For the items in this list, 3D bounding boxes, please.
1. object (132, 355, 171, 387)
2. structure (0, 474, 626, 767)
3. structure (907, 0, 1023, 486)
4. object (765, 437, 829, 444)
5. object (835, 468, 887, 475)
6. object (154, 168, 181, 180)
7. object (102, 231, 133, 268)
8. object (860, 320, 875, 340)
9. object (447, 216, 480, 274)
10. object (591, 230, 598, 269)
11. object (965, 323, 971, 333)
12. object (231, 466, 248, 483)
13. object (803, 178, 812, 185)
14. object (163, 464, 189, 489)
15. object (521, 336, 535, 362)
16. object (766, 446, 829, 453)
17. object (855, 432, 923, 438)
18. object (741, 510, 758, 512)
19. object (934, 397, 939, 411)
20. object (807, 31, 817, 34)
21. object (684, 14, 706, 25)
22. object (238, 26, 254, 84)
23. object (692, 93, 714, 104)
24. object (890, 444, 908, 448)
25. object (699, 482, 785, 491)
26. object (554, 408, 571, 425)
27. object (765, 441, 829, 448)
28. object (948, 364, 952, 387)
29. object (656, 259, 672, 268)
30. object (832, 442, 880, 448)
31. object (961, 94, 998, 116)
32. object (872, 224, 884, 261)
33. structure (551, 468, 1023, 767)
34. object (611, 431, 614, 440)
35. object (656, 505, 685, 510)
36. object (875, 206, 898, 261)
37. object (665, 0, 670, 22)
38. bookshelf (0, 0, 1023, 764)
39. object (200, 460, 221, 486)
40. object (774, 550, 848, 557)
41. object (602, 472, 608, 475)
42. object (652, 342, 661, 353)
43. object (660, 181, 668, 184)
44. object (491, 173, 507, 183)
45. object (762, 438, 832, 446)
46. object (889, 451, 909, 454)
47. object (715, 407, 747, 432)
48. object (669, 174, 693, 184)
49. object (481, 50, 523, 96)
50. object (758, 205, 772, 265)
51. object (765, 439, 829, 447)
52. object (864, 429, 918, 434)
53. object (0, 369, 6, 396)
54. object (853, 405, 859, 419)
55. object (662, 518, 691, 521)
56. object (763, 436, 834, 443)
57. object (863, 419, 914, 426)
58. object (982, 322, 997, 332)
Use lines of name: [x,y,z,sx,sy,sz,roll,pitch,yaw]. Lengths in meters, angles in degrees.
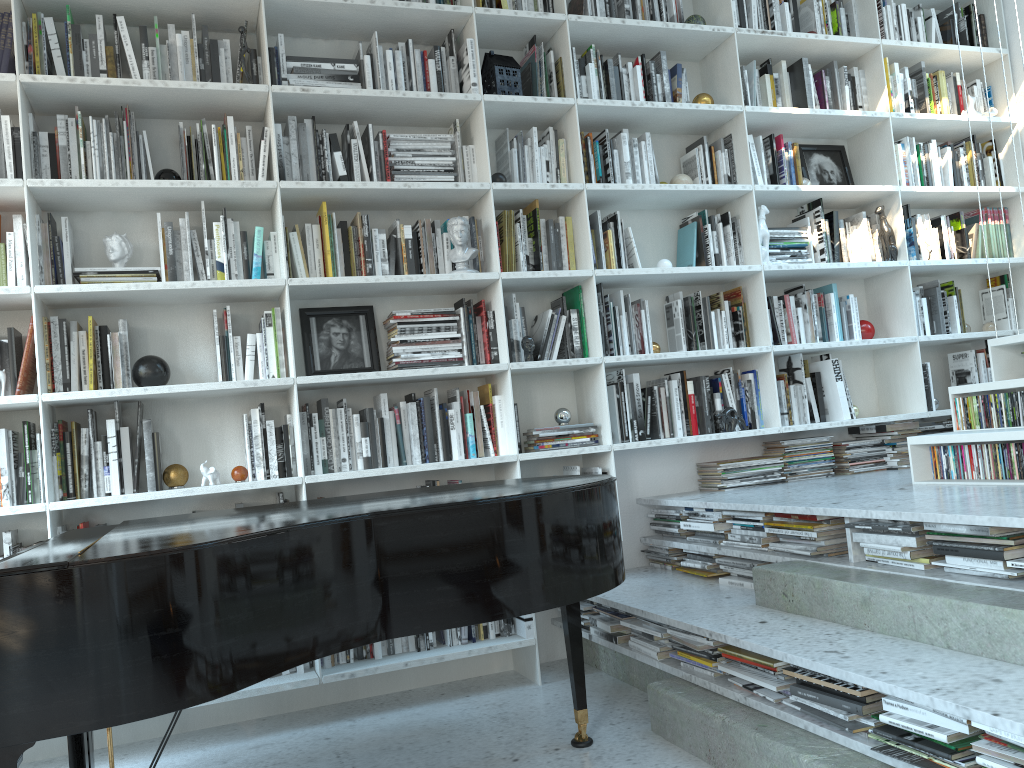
object: [-1.333,-0.039,3.278,0.134,0.135,0.134,-8,-4,29]
structure: [-0.504,0.747,2.331,1.918,0.832,1.336,-4,-4,-20]
structure: [1.998,-1.090,2.660,2.613,3.380,1.956,-4,-4,-20]
object: [1.358,0.271,4.235,0.254,0.005,0.161,-4,-4,-19]
object: [1.722,0.424,4.355,0.327,0.008,0.207,-4,-4,-20]
object: [-1.294,-0.761,3.338,0.097,0.098,0.097,-8,-4,29]
object: [-1.464,-0.491,3.295,0.095,0.157,0.121,-5,-3,-6]
object: [1.730,-0.258,4.379,0.115,0.116,0.115,-2,-5,-42]
object: [-0.210,-0.552,3.600,0.138,0.243,0.137,-8,-4,35]
object: [0.340,-0.567,3.943,0.013,0.208,0.140,-5,-4,-20]
object: [2.343,-0.281,4.604,0.071,0.072,0.071,-8,-4,29]
object: [-1.020,0.337,3.321,0.061,0.062,0.061,-8,-4,29]
object: [1.415,-0.960,4.326,0.091,0.092,0.091,-8,-4,29]
object: [-1.246,0.342,3.285,0.091,0.092,0.091,-2,-5,-42]
object: [0.070,-0.143,3.637,0.054,0.113,0.079,-4,-4,-21]
object: [1.359,0.315,4.233,0.254,0.005,0.161,-4,-4,-20]
object: [1.856,0.250,4.371,0.144,0.004,0.295,-4,-4,-22]
object: [0.958,0.472,3.370,0.144,0.005,0.257,-4,-4,-20]
object: [2.073,0.099,4.388,0.071,0.072,0.071,-8,-4,29]
object: [1.466,-1.692,4.347,0.071,0.072,0.071,-8,-4,29]
object: [0.851,-1.662,4.125,0.104,0.105,0.104,-8,-4,29]
object: [-1.009,-1.235,3.375,0.075,0.254,0.075,-3,-4,-41]
object: [0.885,-1.295,4.111,0.100,0.101,0.100,-2,-5,-42]
object: [1.871,0.303,4.372,0.134,0.015,0.199,-4,-4,-20]
object: [1.064,0.473,4.100,0.345,0.007,0.193,-4,-4,-25]
object: [0.213,0.136,3.726,0.071,0.072,0.071,-8,-4,29]
object: [1.359,0.288,4.236,0.254,0.005,0.161,-4,-4,-20]
object: [2.302,0.007,4.561,0.008,0.232,0.101,-5,-3,-20]
object: [0.689,-0.529,4.008,0.071,0.072,0.071,-8,-4,29]
object: [1.709,0.295,4.361,0.327,0.008,0.207,-4,-4,-20]
object: [2.419,-1.431,4.622,0.203,0.137,0.095,-5,-3,-4]
object: [1.787,-0.677,4.461,0.022,0.211,0.179,-5,-4,-20]
structure: [1.909,0.639,2.877,2.898,0.659,3.116,-4,-4,-20]
object: [0.407,0.228,3.871,0.071,0.072,0.071,-8,-4,29]
object: [0.761,0.535,3.929,0.131,0.024,0.290,-4,-4,-18]
object: [1.828,-0.726,4.332,0.087,0.288,0.075,-7,-3,15]
object: [0.701,-1.741,4.184,0.006,0.297,0.129,-5,-3,-20]
bookshelf: [-0.288,-0.330,3.633,6.295,3.140,0.330,-4,-3,-20]
object: [-1.112,0.327,3.264,0.060,0.095,0.078,-5,-3,-3]
object: [1.059,0.578,3.090,0.145,0.010,0.267,-4,-4,-24]
object: [0.391,0.504,3.776,0.011,0.260,0.142,-5,-4,-20]
object: [0.633,-0.154,3.991,0.071,0.072,0.071,-8,-4,29]
object: [0.690,-0.894,4.066,0.068,0.068,0.068,-2,-5,-42]
object: [-0.058,-0.850,3.719,0.071,0.072,0.071,-8,-4,29]
object: [1.358,0.277,4.237,0.285,0.005,0.159,-4,-4,-20]
object: [1.868,0.336,4.367,0.132,0.007,0.294,-4,-4,-17]
object: [0.968,0.157,3.920,0.160,0.114,0.065,-3,-4,-32]
object: [0.788,-0.921,4.128,0.111,0.113,0.111,-2,-5,-42]
object: [-0.046,-1.299,3.795,0.135,0.248,0.135,-4,-4,-30]
object: [1.149,-0.676,4.066,0.087,0.288,0.075,-7,-3,15]
object: [1.359,0.282,4.236,0.254,0.005,0.161,-4,-4,-20]
object: [1.852,0.234,4.371,0.141,0.005,0.260,-5,-4,-16]
object: [-1.747,-0.020,2.981,0.081,0.140,0.044,-3,-4,-36]
object: [1.663,0.136,4.343,0.071,0.072,0.071,-8,-4,29]
object: [0.762,0.587,3.925,0.135,0.011,0.221,-5,-4,-16]
object: [1.361,0.265,4.226,0.285,0.005,0.159,-5,-4,-15]
object: [1.860,0.188,4.378,0.130,0.015,0.210,-4,-4,-21]
object: [2.543,-0.293,4.719,0.071,0.072,0.071,-8,-4,29]
